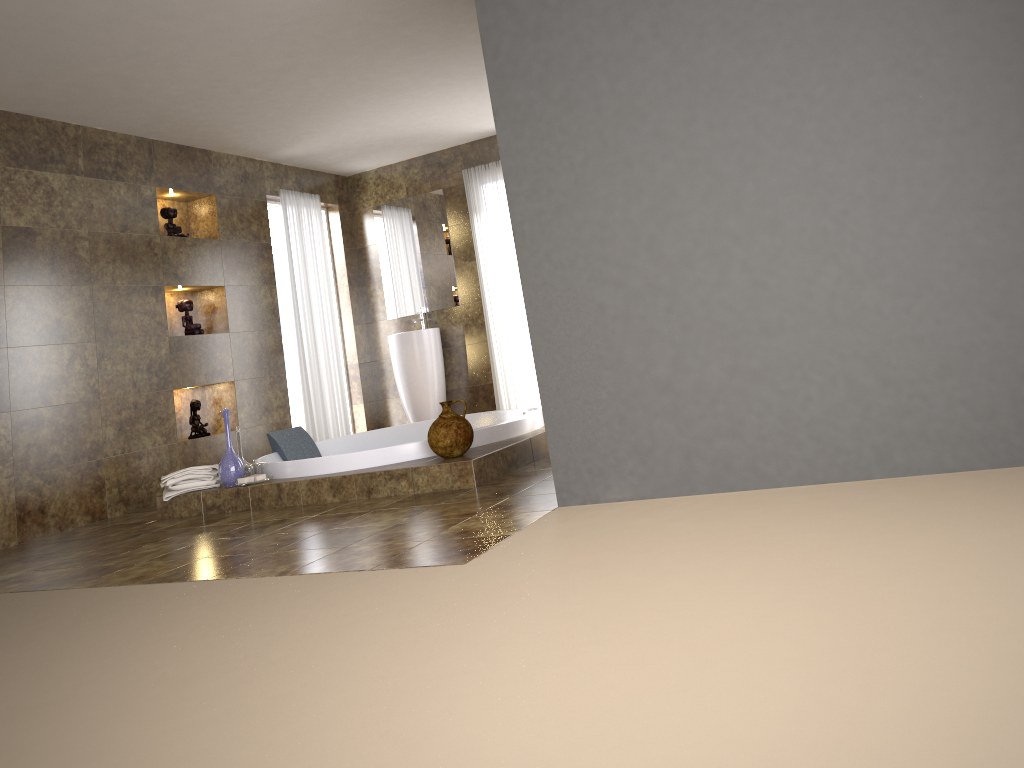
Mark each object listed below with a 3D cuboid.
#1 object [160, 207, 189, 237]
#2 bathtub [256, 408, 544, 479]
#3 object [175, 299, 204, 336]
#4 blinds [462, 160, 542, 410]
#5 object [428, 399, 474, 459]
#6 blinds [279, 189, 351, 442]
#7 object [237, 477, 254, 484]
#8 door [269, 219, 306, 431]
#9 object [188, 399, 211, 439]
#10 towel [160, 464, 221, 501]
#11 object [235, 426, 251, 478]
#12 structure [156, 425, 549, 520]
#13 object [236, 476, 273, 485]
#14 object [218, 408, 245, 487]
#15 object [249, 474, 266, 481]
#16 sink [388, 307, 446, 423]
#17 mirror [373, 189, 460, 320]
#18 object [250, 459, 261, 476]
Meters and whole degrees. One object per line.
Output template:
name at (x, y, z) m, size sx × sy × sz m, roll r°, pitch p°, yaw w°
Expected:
object at (-2.495, -1.192, 6.386) m, size 0.149 × 0.273 × 0.121 m, roll -13°, pitch -9°, yaw 24°
bathtub at (-0.650, 0.443, 5.285) m, size 1.770 × 0.535 × 1.698 m, roll -10°, pitch 1°, yaw -34°
object at (-2.348, -0.486, 6.310) m, size 0.171 × 0.292 × 0.110 m, roll -12°, pitch -9°, yaw 24°
blinds at (-0.063, -0.837, 7.509) m, size 0.509 × 2.321 × 0.066 m, roll -13°, pitch -11°, yaw 22°
object at (-0.310, 0.223, 4.301) m, size 0.230 × 0.282 × 0.223 m, roll -9°, pitch -6°, yaw -4°
blinds at (-1.673, -0.558, 7.398) m, size 0.066 × 2.333 × 0.592 m, roll -14°, pitch -11°, yaw 25°
object at (-1.406, 0.509, 4.568) m, size 0.052 × 0.035 × 0.073 m, roll -10°, pitch -1°, yaw 25°
door at (-2.096, -0.459, 8.093) m, size 0.952 × 2.283 × 0.039 m, roll -11°, pitch -11°, yaw 13°
object at (-2.235, 0.242, 6.148) m, size 0.149 × 0.281 × 0.150 m, roll -13°, pitch -9°, yaw 25°
towel at (-1.803, 0.540, 4.859) m, size 0.324 × 0.154 × 0.329 m, roll -9°, pitch 0°, yaw -21°
object at (-1.523, 0.391, 4.843) m, size 0.127 × 0.316 × 0.129 m, roll -15°, pitch -10°, yaw 32°
structure at (-0.646, 0.451, 5.284) m, size 1.970 × 0.127 × 2.002 m, roll -9°, pitch 2°, yaw 25°
object at (-1.374, 0.521, 4.617) m, size 0.188 × 0.019 × 0.188 m, roll -9°, pitch 2°, yaw 13°
object at (-1.540, 0.342, 4.708) m, size 0.133 × 0.430 × 0.135 m, roll -15°, pitch -11°, yaw 32°
object at (-1.369, 0.504, 4.628) m, size 0.098 × 0.033 × 0.061 m, roll -9°, pitch 0°, yaw 39°
sink at (-0.819, -0.113, 7.562) m, size 0.449 × 1.165 × 0.433 m, roll -14°, pitch -10°, yaw 27°
mirror at (-0.893, -1.190, 7.962) m, size 0.754 × 1.119 × 0.008 m, roll -12°, pitch -11°, yaw 23°
object at (-1.418, 0.474, 4.774) m, size 0.058 × 0.118 × 0.055 m, roll -7°, pitch -8°, yaw -13°
